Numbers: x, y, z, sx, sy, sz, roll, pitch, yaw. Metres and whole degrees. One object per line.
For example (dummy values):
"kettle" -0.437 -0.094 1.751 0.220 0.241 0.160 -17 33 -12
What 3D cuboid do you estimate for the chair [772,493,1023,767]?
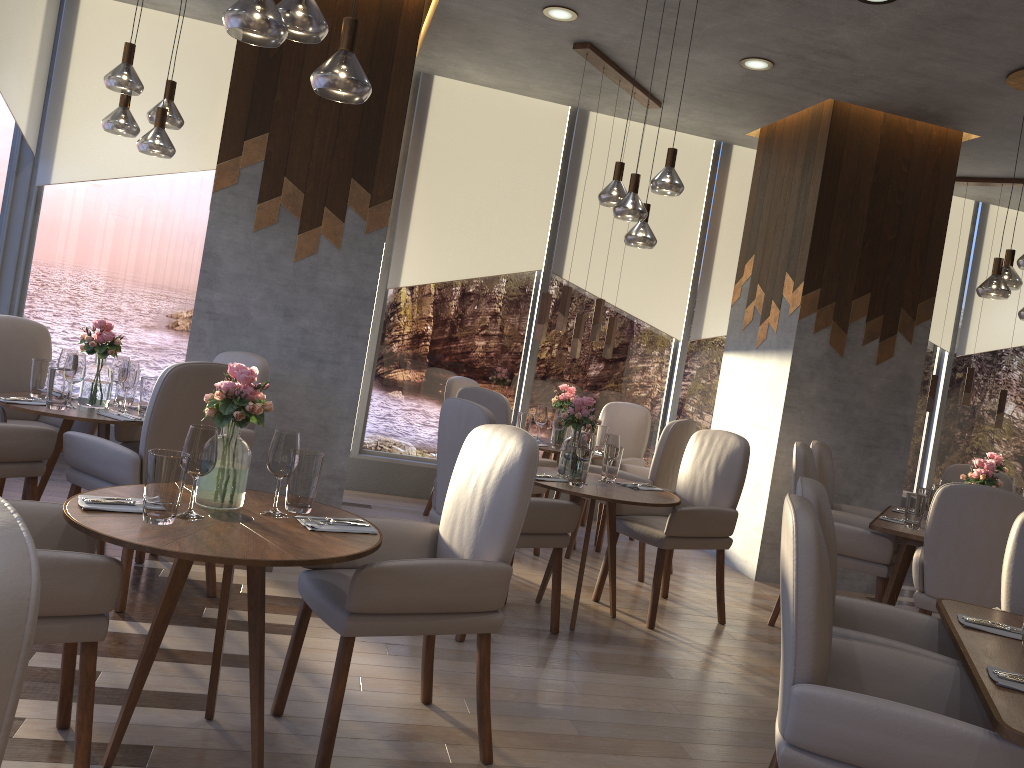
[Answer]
"chair" 0.886 0.817 2.133 0.600 1.000 0.527 10 1 18

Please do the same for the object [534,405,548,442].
"object" 0.191 0.269 6.027 0.092 0.244 0.092 9 1 -35

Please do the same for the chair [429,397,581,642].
"chair" -0.070 0.589 4.043 0.598 1.000 0.529 9 1 -37

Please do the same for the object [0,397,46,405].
"object" -2.154 0.072 3.948 0.158 0.019 0.254 11 3 38

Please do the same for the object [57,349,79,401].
"object" -2.097 -0.041 4.172 0.092 0.244 0.092 9 0 -11

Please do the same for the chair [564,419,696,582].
"chair" 0.776 0.670 5.638 0.601 1.000 0.527 10 1 34

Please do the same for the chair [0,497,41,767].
"chair" -0.811 0.589 0.717 0.529 1.000 0.598 10 1 40

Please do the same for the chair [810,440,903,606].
"chair" 2.059 0.891 5.391 0.601 1.000 0.527 10 1 30

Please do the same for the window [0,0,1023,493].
"window" -0.066 -0.777 4.060 8.080 3.198 16.089 11 2 32

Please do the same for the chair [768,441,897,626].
"chair" 1.793 0.865 4.894 0.601 1.000 0.527 10 1 25

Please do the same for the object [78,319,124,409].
"object" -1.937 -0.100 4.147 0.198 0.415 0.209 10 1 24

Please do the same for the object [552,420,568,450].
"object" 0.308 0.332 5.749 0.102 0.178 0.102 9 1 -32

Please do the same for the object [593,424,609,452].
"object" 0.590 0.370 5.987 0.102 0.178 0.102 9 1 -10

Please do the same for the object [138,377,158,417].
"object" -1.690 0.061 4.136 0.102 0.178 0.102 9 1 -41

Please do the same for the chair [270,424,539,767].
"chair" -0.311 0.597 2.733 0.598 1.000 0.529 9 1 -32

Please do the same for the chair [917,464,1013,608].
"chair" 2.870 1.019 5.565 0.529 1.000 0.598 10 1 25

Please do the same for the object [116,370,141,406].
"object" -1.915 0.014 4.411 0.102 0.178 0.102 10 1 13

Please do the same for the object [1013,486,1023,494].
"object" 3.924 0.888 6.875 0.102 0.178 0.102 9 1 -28

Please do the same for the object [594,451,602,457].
"object" 0.531 0.447 5.828 0.255 0.019 0.157 11 2 34

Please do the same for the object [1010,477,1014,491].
"object" 3.824 0.839 6.854 0.092 0.244 0.092 9 1 -22

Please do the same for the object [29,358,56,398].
"object" -2.210 -0.026 4.162 0.102 0.178 0.102 9 1 -2

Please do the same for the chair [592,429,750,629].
"chair" 0.870 0.720 4.707 0.598 1.000 0.529 9 1 -36

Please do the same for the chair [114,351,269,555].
"chair" -1.663 0.306 4.588 0.529 1.000 0.598 10 1 31

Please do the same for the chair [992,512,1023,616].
"chair" 1.880 0.952 2.947 0.529 1.000 0.599 10 1 18

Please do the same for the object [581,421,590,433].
"object" 0.488 0.320 5.981 0.092 0.244 0.092 10 1 36

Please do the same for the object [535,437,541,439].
"object" 0.101 0.363 6.177 0.255 0.019 0.157 11 2 30

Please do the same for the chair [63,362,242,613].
"chair" -1.514 0.362 3.735 0.601 1.000 0.527 10 1 34

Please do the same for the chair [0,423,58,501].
"chair" -2.275 0.241 3.606 0.529 1.000 0.598 10 1 30

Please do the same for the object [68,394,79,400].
"object" -2.182 0.054 4.324 0.255 0.019 0.157 11 2 32

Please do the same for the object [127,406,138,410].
"object" -1.773 0.120 4.355 0.158 0.019 0.254 11 3 37

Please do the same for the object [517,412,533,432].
"object" 0.079 0.284 6.014 0.102 0.178 0.102 10 1 26

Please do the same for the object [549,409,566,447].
"object" 0.304 0.294 5.858 0.092 0.244 0.092 9 1 -39

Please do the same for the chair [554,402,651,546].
"chair" 0.660 0.619 6.498 0.529 1.000 0.598 10 1 34

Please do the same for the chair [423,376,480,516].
"chair" -0.213 0.482 6.291 0.601 1.000 0.527 10 1 30

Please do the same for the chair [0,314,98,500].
"chair" -2.444 0.183 4.413 0.601 1.000 0.527 10 1 35

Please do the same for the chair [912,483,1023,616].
"chair" 2.125 0.950 4.092 0.529 1.000 0.598 10 1 30

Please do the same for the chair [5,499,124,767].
"chair" -1.298 0.456 2.143 0.598 1.000 0.529 9 1 -32

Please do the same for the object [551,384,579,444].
"object" 0.355 0.210 6.031 0.210 0.415 0.198 9 1 -1

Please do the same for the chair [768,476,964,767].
"chair" 1.088 0.831 2.660 0.601 1.000 0.527 10 1 23

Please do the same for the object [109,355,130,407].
"object" -1.910 -0.014 4.301 0.092 0.244 0.092 10 0 17

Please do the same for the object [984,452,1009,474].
"object" 3.660 0.729 6.762 0.197 0.415 0.210 9 1 -36

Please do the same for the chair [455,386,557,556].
"chair" -0.096 0.532 5.458 0.529 1.000 0.598 10 1 37

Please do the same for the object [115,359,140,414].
"object" -1.792 0.011 4.129 0.092 0.244 0.092 9 1 -32

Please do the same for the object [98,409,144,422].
"object" -1.748 0.138 3.977 0.255 0.019 0.157 11 2 33

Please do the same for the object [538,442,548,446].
"object" 0.136 0.383 5.790 0.158 0.019 0.254 11 2 31

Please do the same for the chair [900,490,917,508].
"chair" 3.102 0.997 7.181 0.601 1.000 0.527 10 1 29
